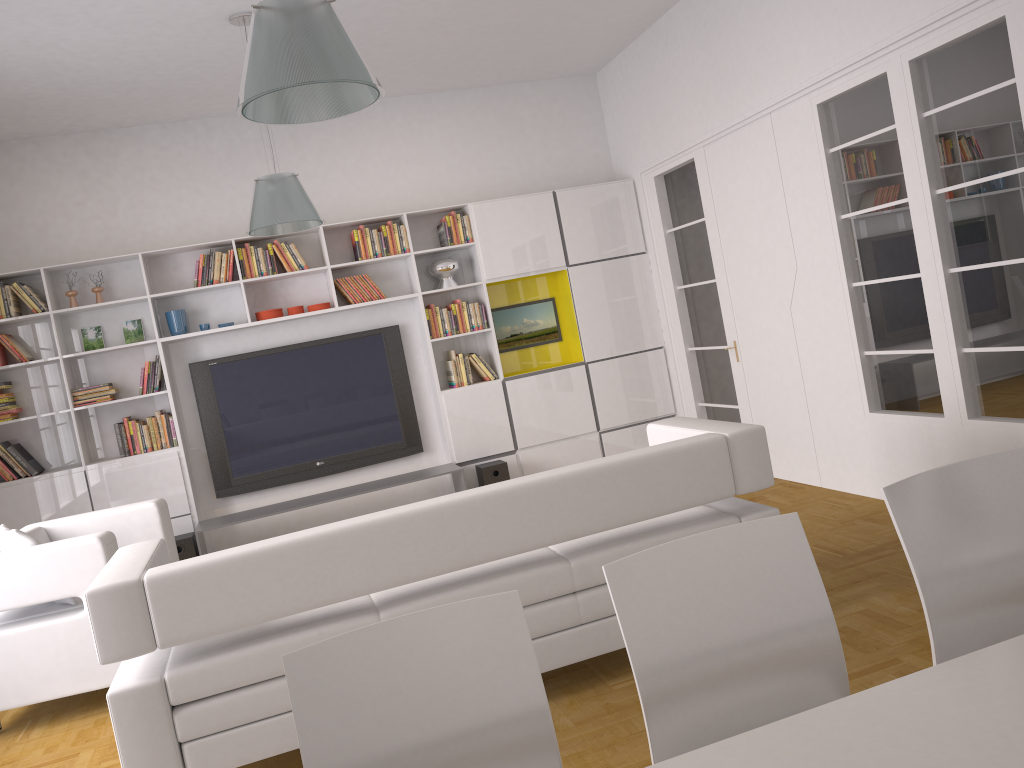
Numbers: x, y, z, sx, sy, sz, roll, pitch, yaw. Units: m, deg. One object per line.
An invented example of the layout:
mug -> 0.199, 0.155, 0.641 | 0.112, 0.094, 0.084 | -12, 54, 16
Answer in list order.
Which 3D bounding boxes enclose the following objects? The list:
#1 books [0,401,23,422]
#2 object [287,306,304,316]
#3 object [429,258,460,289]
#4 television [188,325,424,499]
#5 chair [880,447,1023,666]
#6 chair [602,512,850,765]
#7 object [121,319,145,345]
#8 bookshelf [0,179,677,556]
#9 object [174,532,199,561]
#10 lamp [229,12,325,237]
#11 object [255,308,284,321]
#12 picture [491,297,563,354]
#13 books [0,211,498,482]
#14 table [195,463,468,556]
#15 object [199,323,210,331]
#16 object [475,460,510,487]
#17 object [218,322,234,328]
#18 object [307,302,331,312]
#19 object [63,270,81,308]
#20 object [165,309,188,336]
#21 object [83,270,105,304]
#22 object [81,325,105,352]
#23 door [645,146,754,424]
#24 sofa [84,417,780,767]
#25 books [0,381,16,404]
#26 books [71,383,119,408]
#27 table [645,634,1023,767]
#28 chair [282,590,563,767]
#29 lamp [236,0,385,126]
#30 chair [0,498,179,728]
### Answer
books -> -3.725, 0.223, 6.419 | 0.284, 0.153, 0.207 | -12, 4, -16
object -> -1.705, -0.572, 6.999 | 0.129, 0.073, 0.129 | -12, 4, -19
object -> -0.549, -0.902, 7.330 | 0.257, 0.239, 0.257 | -11, 3, -8
television -> -1.620, 0.210, 7.115 | 1.662, 1.087, 0.082 | -12, 3, -16
chair -> 1.225, 0.652, 1.897 | 0.561, 0.930, 0.575 | -12, 3, -16
chair -> 0.564, 0.792, 1.706 | 0.561, 0.930, 0.575 | -12, 3, -16
object -> -2.891, -0.396, 6.769 | 0.144, 0.190, 0.052 | -12, 3, -16
bookshelf -> -1.297, -0.025, 7.142 | 5.371, 2.477, 0.389 | -12, 3, -16
object -> -2.363, 1.296, 6.379 | 0.212, 0.391, 0.217 | -12, 3, -16
lamp -> -1.452, -1.530, 5.210 | 0.465, 1.248, 0.464 | -12, 3, -16
object -> -1.898, -0.537, 6.943 | 0.211, 0.073, 0.211 | -14, 5, -41
picture -> 0.119, -0.506, 7.660 | 0.609, 0.388, 0.007 | -12, 3, -16
books -> -2.082, -0.367, 6.882 | 3.866, 1.454, 0.235 | -12, 3, -16
table -> -1.319, 1.051, 6.719 | 1.975, 0.434, 0.437 | -12, 4, -16
object -> -2.354, -0.431, 6.799 | 0.078, 0.056, 0.078 | -10, 4, 9
object -> -0.130, 0.824, 7.025 | 0.212, 0.391, 0.217 | -12, 3, -16
object -> -2.204, -0.450, 6.842 | 0.124, 0.032, 0.123 | -13, 4, -30
object -> -1.529, -0.604, 7.030 | 0.182, 0.054, 0.183 | -12, 4, -19
object -> -3.246, -0.693, 6.581 | 0.121, 0.279, 0.179 | -11, 3, -10
object -> -2.545, -0.460, 6.744 | 0.147, 0.192, 0.147 | -12, 4, -26
object -> -3.136, -0.708, 6.630 | 0.179, 0.259, 0.119 | -11, 3, 5
object -> -3.163, -0.338, 6.690 | 0.144, 0.190, 0.052 | -12, 3, -16
door -> 1.501, -0.538, 6.995 | 0.139, 2.452, 1.009 | -12, 3, -16
sofa -> -0.223, 0.831, 3.704 | 2.625, 0.848, 0.822 | -12, 3, -16
books -> -3.768, 0.080, 6.408 | 0.252, 0.153, 0.207 | -12, 4, -16
books -> -3.095, 0.089, 6.602 | 0.284, 0.153, 0.207 | -12, 4, -16
table -> 0.827, 0.895, 0.969 | 2.413, 0.721, 1.211 | -12, 4, -16
chair -> -0.058, 0.923, 1.525 | 0.561, 0.930, 0.575 | -12, 3, -16
lamp -> -0.748, -1.494, 2.766 | 0.465, 1.248, 0.464 | -12, 3, -16
chair -> -2.287, 1.112, 4.674 | 0.801, 0.910, 1.097 | -11, 3, -6
